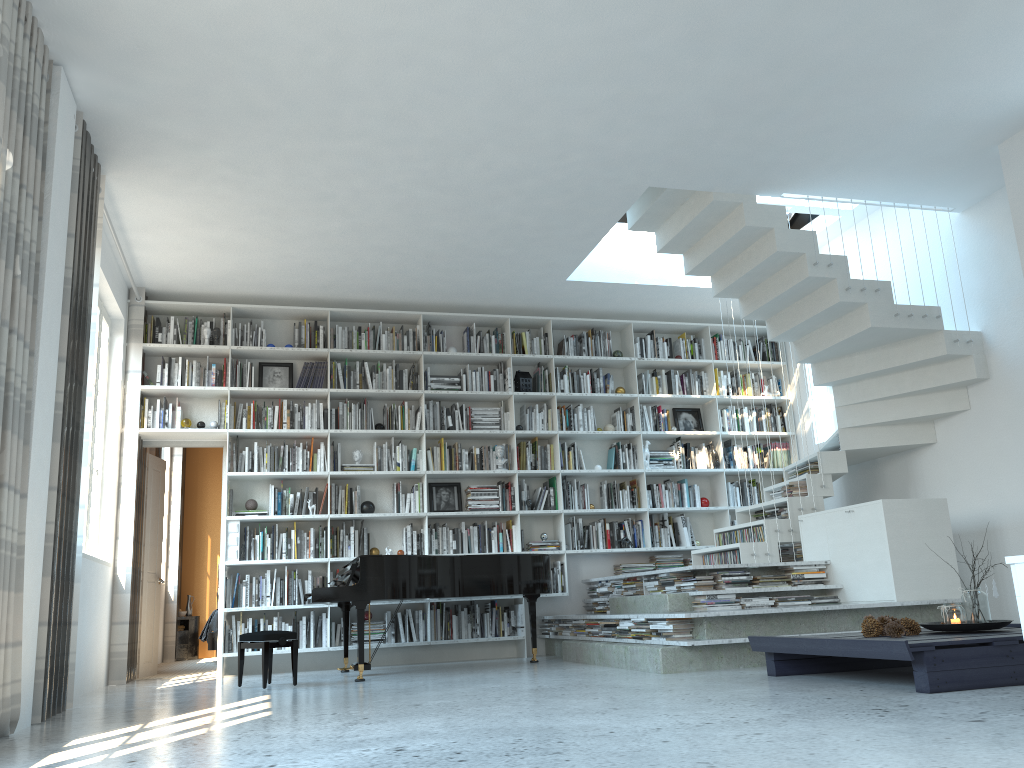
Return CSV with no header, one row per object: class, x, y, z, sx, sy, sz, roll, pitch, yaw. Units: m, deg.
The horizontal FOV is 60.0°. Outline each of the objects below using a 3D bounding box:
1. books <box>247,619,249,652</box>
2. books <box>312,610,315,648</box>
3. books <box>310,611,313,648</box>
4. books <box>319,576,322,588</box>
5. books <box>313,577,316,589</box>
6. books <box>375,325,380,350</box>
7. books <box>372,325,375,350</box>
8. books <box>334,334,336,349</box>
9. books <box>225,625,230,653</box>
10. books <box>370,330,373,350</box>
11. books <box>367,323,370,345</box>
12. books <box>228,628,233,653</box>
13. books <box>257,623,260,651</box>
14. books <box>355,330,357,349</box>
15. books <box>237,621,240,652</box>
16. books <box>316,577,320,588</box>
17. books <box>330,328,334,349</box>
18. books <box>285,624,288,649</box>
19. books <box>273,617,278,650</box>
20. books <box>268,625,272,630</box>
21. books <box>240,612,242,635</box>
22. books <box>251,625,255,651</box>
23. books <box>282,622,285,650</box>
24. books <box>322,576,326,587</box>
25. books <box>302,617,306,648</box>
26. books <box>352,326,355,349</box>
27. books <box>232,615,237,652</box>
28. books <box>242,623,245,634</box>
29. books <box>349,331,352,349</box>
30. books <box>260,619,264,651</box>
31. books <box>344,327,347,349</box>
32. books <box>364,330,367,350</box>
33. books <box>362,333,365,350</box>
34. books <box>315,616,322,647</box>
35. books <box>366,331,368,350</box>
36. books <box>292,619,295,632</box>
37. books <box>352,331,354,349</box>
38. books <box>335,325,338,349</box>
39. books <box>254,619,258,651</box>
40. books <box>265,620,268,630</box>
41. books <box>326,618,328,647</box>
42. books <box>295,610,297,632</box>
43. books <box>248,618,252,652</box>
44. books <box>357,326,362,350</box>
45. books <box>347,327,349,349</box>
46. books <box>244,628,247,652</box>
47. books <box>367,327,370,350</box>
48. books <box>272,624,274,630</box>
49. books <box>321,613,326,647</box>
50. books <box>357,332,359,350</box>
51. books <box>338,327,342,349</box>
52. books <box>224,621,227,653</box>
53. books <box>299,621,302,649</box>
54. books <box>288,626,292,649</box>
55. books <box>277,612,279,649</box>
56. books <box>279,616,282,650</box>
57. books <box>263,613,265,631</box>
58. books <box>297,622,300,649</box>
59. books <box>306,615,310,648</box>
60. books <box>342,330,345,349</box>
books,-2.180,2.073,7.323,0.013,0.261,0.174,1,-14,-15
books,-1.673,2.063,7.472,0.012,0.303,0.166,1,-14,-15
books,-1.689,2.068,7.469,0.021,0.295,0.188,1,-14,-15
books,-1.640,1.764,7.583,0.026,0.235,0.141,1,-14,-15
books,-1.691,1.769,7.574,0.030,0.226,0.140,1,-14,-15
books,-1.253,-0.387,8.221,0.052,0.272,0.173,1,-14,-15
books,-1.285,-0.389,8.215,0.013,0.275,0.165,1,-14,-15
books,-1.629,-0.346,8.124,0.024,0.182,0.133,1,-14,-15
books,-2.342,2.098,7.298,0.023,0.215,0.159,1,-14,-15
books,-1.308,-0.366,8.218,0.029,0.235,0.130,1,-14,-15
books,-1.325,-0.400,8.209,0.010,0.298,0.151,1,-14,-15
books,-2.310,2.104,7.277,0.029,0.190,0.177,1,-14,-15
books,-2.101,2.098,7.355,0.022,0.220,0.163,1,-14,-15
books,-1.451,-0.365,8.193,0.025,0.234,0.130,1,-14,-15
books,-2.255,2.084,7.321,0.024,0.246,0.143,1,-14,-15
books,-1.654,1.759,7.541,0.023,0.227,0.190,1,-14,-15
books,-1.652,-0.377,8.109,0.029,0.237,0.156,1,-14,-15
books,-1.884,2.107,7.403,0.028,0.205,0.171,1,-14,-15
books,-1.972,2.076,7.387,0.031,0.265,0.187,1,-14,-15
books,-2.012,2.106,7.364,0.030,0.201,0.168,1,-14,-15
books,-2.239,2.049,7.332,0.011,0.317,0.158,1,-14,-15
books,-2.145,2.106,7.348,0.022,0.205,0.159,1,-14,-15
books,-1.909,2.101,7.399,0.021,0.217,0.191,1,-14,-15
books,-1.611,1.765,7.581,0.030,0.230,0.151,1,-14,-15
books,-1.752,2.087,7.454,0.027,0.255,0.179,1,-14,-15
books,-1.462,-0.386,8.168,0.010,0.263,0.161,1,-14,-15
books,-2.288,2.059,7.311,0.044,0.293,0.181,1,-14,-15
books,-2.220,2.092,7.320,0.022,0.225,0.155,1,-14,-15
books,-1.490,-0.363,8.138,0.029,0.207,0.179,1,-14,-15
books,-2.080,2.083,7.371,0.027,0.256,0.160,1,-14,-15
books,-1.532,-0.380,8.149,0.023,0.250,0.171,1,-14,-15
books,-1.360,-0.368,8.197,0.013,0.234,0.155,1,-14,-15
books,-1.381,-0.352,8.190,0.030,0.201,0.152,1,-14,-15
books,-1.640,2.093,7.498,0.065,0.255,0.156,1,-14,-15
books,-1.345,-0.361,8.191,0.011,0.215,0.160,1,-14,-15
books,-1.828,2.088,7.417,0.023,0.243,0.188,1,-14,-15
books,-1.472,-0.359,8.156,0.015,0.207,0.167,1,-14,-15
books,-1.612,-0.390,8.150,0.021,0.278,0.141,1,-14,-15
books,-2.126,2.085,7.363,0.022,0.251,0.140,1,-14,-15
books,-2.045,2.090,7.386,0.022,0.246,0.135,1,-14,-15
books,-1.563,2.095,7.476,0.017,0.232,0.213,1,-14,-15
books,-1.821,2.064,7.458,0.013,0.309,0.131,1,-14,-15
books,-2.164,2.073,7.334,0.023,0.265,0.177,1,-14,-15
books,-1.413,-0.382,8.199,0.028,0.267,0.152,1,-14,-15
books,-1.514,-0.380,8.149,0.012,0.249,0.174,1,-14,-15
books,-2.200,2.114,7.327,0.022,0.185,0.145,1,-14,-15
books,-1.334,-0.378,8.199,0.013,0.251,0.184,1,-14,-15
books,-1.999,2.109,7.399,0.014,0.210,0.146,1,-14,-15
books,-1.596,2.085,7.515,0.027,0.275,0.144,1,-14,-15
books,-1.431,-0.357,8.188,0.012,0.215,0.150,1,-14,-15
books,-1.581,-0.383,8.137,0.031,0.254,0.146,1,-14,-15
books,-2.360,2.079,7.298,0.012,0.253,0.161,1,-14,-15
books,-1.775,2.103,7.446,0.022,0.224,0.141,1,-14,-15
books,-1.853,2.115,7.403,0.031,0.187,0.190,1,-14,-15
books,-1.957,2.063,7.415,0.014,0.303,0.140,1,-14,-15
books,-1.932,2.077,7.399,0.025,0.265,0.160,1,-14,-15
books,-2.058,2.058,7.368,0.013,0.299,0.184,1,-14,-15
books,-1.800,2.110,7.450,0.024,0.213,0.137,1,-14,-15
books,-1.725,2.090,7.485,0.040,0.263,0.138,1,-14,-15
books,-1.553,-0.366,8.136,0.023,0.219,0.182,1,-14,-15
